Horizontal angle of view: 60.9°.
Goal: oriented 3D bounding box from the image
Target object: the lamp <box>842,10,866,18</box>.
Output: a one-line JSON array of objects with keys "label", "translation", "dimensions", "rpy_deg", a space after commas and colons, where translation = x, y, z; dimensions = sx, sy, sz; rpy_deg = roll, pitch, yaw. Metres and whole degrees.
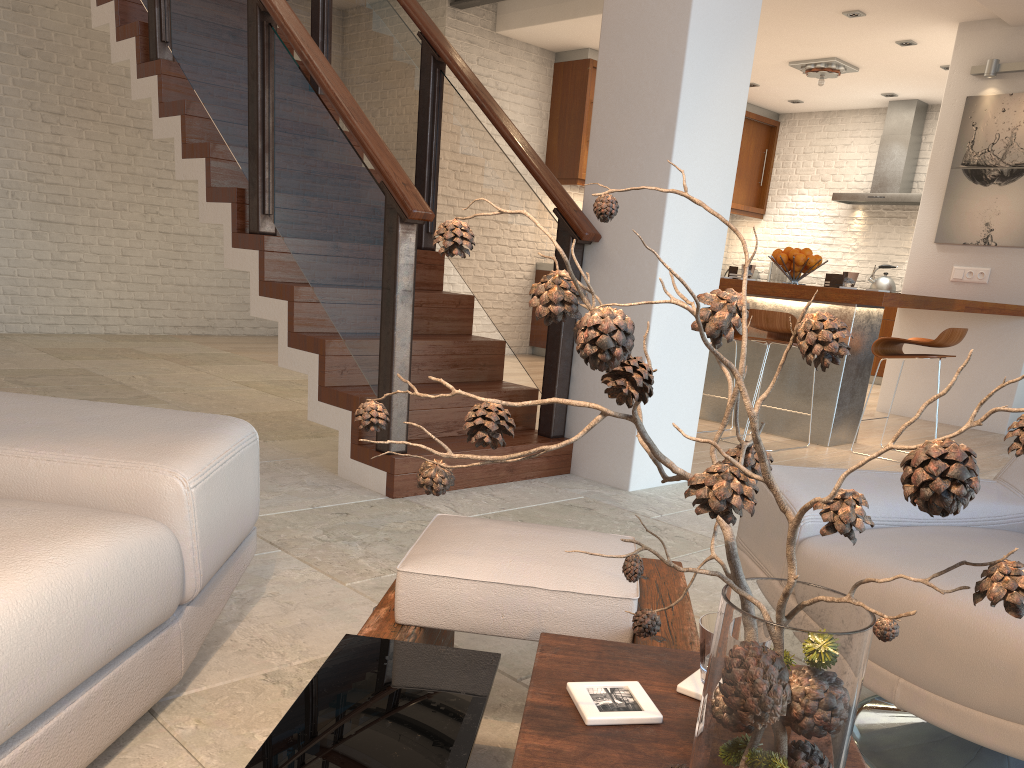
[{"label": "lamp", "translation": [2.466, -2.683, 6.275], "dimensions": [0.122, 0.057, 0.120], "rpy_deg": [-4, 13, -44]}]

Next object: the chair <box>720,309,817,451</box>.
[{"label": "chair", "translation": [1.523, -0.031, 5.102], "dimensions": [0.416, 0.808, 0.392], "rpy_deg": [-9, 21, -42]}]

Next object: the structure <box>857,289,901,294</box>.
[{"label": "structure", "translation": [3.821, -1.006, 9.467], "dimensions": [0.583, 0.033, 0.789], "rpy_deg": [-3, 11, -44]}]

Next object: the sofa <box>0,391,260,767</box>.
[{"label": "sofa", "translation": [-1.255, 0.304, 0.946], "dimensions": [1.141, 0.787, 2.241], "rpy_deg": [6, 9, 6]}]

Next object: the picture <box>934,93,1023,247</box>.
[{"label": "picture", "translation": [3.470, -1.522, 6.235], "dimensions": [0.020, 1.059, 0.635], "rpy_deg": [-12, 22, -43]}]

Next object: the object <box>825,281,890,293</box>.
[{"label": "object", "translation": [2.008, -0.576, 5.151], "dimensions": [0.196, 0.036, 0.383], "rpy_deg": [-2, 11, -41]}]

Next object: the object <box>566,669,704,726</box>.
[{"label": "object", "translation": [0.206, 0.387, 1.090], "dimensions": [0.269, 0.036, 0.241], "rpy_deg": [8, 8, 17]}]

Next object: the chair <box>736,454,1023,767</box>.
[{"label": "chair", "translation": [1.144, 0.286, 1.718], "dimensions": [0.969, 1.060, 0.986], "rpy_deg": [-2, 14, -27]}]

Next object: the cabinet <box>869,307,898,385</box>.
[{"label": "cabinet", "translation": [2.780, -1.538, 9.012], "dimensions": [4.763, 2.959, 2.177], "rpy_deg": [7, 14, 9]}]

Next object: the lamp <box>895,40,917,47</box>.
[{"label": "lamp", "translation": [3.113, -2.708, 6.874], "dimensions": [0.122, 0.057, 0.120], "rpy_deg": [-4, 13, -44]}]

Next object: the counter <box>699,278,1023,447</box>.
[{"label": "counter", "translation": [2.221, -0.180, 6.060], "dimensions": [2.467, 0.960, 1.638], "rpy_deg": [-4, 13, -43]}]

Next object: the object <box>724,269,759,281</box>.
[{"label": "object", "translation": [2.807, -1.336, 10.693], "dimensions": [0.247, 0.166, 0.335], "rpy_deg": [-5, 14, -44]}]

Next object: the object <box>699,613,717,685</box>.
[{"label": "object", "translation": [0.281, 0.351, 1.123], "dimensions": [0.091, 0.088, 0.087], "rpy_deg": [6, 13, 5]}]

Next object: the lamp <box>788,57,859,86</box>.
[{"label": "lamp", "translation": [2.786, -2.767, 7.825], "dimensions": [0.445, 0.178, 0.437], "rpy_deg": [-4, 13, -44]}]

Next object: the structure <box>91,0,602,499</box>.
[{"label": "structure", "translation": [0.588, -1.750, 4.076], "dimensions": [13.695, 4.322, 9.867], "rpy_deg": [-3, 13, -43]}]

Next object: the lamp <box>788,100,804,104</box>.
[{"label": "lamp", "translation": [3.062, -3.063, 9.396], "dimensions": [0.122, 0.057, 0.120], "rpy_deg": [-4, 13, -44]}]

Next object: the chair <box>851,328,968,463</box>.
[{"label": "chair", "translation": [2.328, 0.048, 5.054], "dimensions": [0.398, 0.808, 0.409], "rpy_deg": [-10, 21, -42]}]

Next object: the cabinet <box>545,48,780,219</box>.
[{"label": "cabinet", "translation": [1.726, -2.553, 9.355], "dimensions": [3.303, 1.215, 0.447], "rpy_deg": [-3, 17, -43]}]

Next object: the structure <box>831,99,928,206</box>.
[{"label": "structure", "translation": [3.992, -2.404, 9.081], "dimensions": [0.451, 1.035, 0.957], "rpy_deg": [-10, 20, -43]}]

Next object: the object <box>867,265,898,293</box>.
[{"label": "object", "translation": [3.930, -1.115, 9.187], "dimensions": [0.262, 0.287, 0.251], "rpy_deg": [0, 14, -22]}]

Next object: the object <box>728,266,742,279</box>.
[{"label": "object", "translation": [1.494, -0.726, 5.718], "dimensions": [0.093, 0.085, 0.111], "rpy_deg": [-7, 16, -43]}]

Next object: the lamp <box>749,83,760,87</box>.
[{"label": "lamp", "translation": [2.416, -3.038, 8.798], "dimensions": [0.122, 0.057, 0.120], "rpy_deg": [-4, 13, -44]}]

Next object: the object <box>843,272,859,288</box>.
[{"label": "object", "translation": [1.984, -0.612, 5.121], "dimensions": [0.091, 0.088, 0.087], "rpy_deg": [-2, 14, -29]}]

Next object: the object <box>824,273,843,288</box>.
[{"label": "object", "translation": [1.952, -0.621, 5.259], "dimensions": [0.094, 0.085, 0.110], "rpy_deg": [5, 11, 1]}]

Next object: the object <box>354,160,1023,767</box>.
[{"label": "object", "translation": [0.105, 0.129, 0.732], "dimensions": [0.538, 0.633, 0.304], "rpy_deg": [9, 16, 15]}]

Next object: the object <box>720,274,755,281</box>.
[{"label": "object", "translation": [1.479, -0.694, 5.661], "dimensions": [0.203, 0.036, 0.279], "rpy_deg": [-3, 11, -44]}]

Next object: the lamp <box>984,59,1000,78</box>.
[{"label": "lamp", "translation": [3.364, -2.213, 6.113], "dimensions": [0.080, 0.109, 0.076], "rpy_deg": [1, 15, -16]}]

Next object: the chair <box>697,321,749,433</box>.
[{"label": "chair", "translation": [1.155, -0.114, 5.465], "dimensions": [0.416, 0.808, 0.392], "rpy_deg": [-9, 21, -42]}]

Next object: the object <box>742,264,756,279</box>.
[{"label": "object", "translation": [1.507, -0.718, 5.574], "dimensions": [0.089, 0.088, 0.089], "rpy_deg": [16, 17, 41]}]

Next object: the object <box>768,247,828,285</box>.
[{"label": "object", "translation": [1.774, -0.733, 5.427], "dimensions": [0.364, 0.231, 0.350], "rpy_deg": [7, 11, 11]}]

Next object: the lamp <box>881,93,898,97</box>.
[{"label": "lamp", "translation": [3.770, -2.902, 8.697], "dimensions": [0.122, 0.057, 0.120], "rpy_deg": [-4, 13, -44]}]

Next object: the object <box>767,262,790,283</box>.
[{"label": "object", "translation": [3.187, -1.367, 10.357], "dimensions": [0.065, 0.391, 0.312], "rpy_deg": [-12, 21, -43]}]

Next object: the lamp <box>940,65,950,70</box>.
[{"label": "lamp", "translation": [3.760, -2.733, 7.473], "dimensions": [0.122, 0.057, 0.120], "rpy_deg": [-4, 13, -44]}]

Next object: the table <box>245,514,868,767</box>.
[{"label": "table", "translation": [0.435, 0.657, 0.726], "dimensions": [1.966, 0.448, 2.123], "rpy_deg": [6, 8, 7]}]
